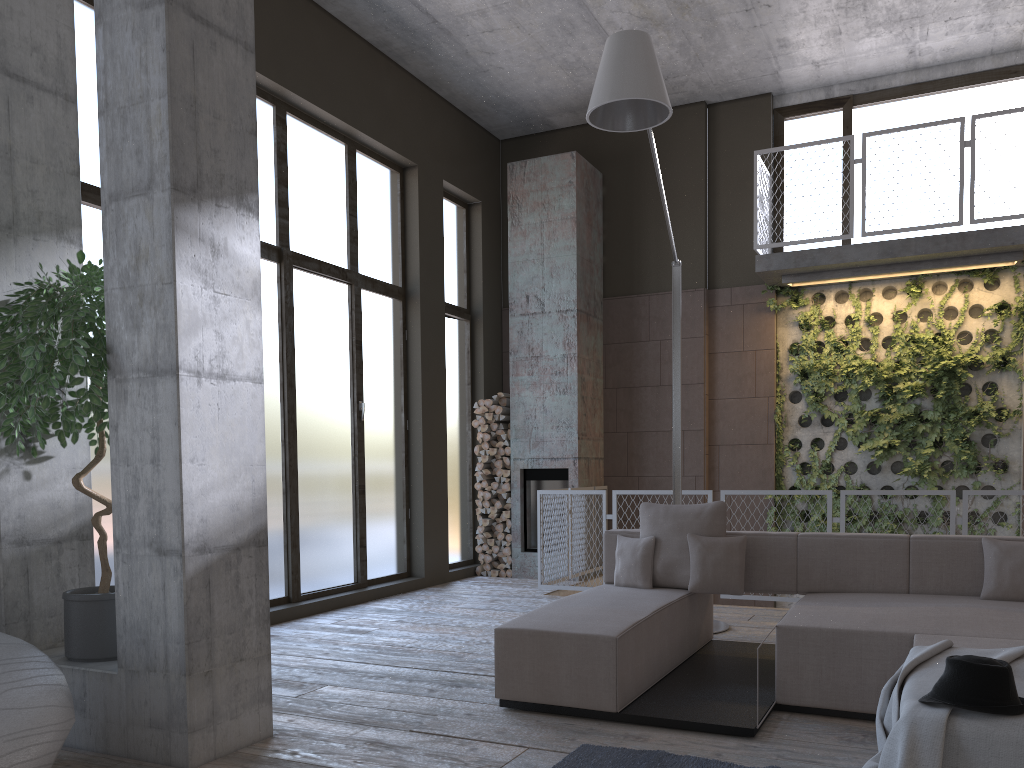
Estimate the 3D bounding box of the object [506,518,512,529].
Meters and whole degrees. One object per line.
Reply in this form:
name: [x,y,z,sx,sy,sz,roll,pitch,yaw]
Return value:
object: [0.049,1.576,9.930,0.064,0.125,0.364,0,-4,27]

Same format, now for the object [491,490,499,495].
object: [-0.131,1.229,10.023,0.064,0.074,0.360,-1,-5,24]

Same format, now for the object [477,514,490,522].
object: [-0.290,1.561,10.167,0.070,0.118,0.365,0,-4,26]

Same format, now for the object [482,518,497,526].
object: [-0.194,1.574,10.038,0.093,0.083,0.480,-1,-5,25]

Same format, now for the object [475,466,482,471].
object: [-0.294,0.966,10.111,0.067,0.071,0.423,-1,-5,27]

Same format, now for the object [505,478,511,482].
object: [-0.001,1.076,9.846,0.063,0.048,0.251,-2,-5,25]

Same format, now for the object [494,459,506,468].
object: [-0.091,0.903,9.923,0.098,0.107,0.294,-1,-4,25]

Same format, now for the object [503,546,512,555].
object: [0.001,1.870,9.892,0.101,0.103,0.293,-1,-4,25]

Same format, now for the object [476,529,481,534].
object: [-0.286,1.685,10.150,0.067,0.071,0.423,-1,-5,27]

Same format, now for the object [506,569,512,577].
object: [0.065,2.137,10.009,0.091,0.092,0.438,-1,-5,25]

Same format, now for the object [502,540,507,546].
object: [0.009,1.801,10.003,0.067,0.067,0.423,-1,-5,27]

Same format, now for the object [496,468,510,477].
object: [-0.037,1.007,9.985,0.092,0.093,0.438,-1,-5,27]

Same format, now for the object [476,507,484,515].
object: [-0.284,1.458,10.147,0.080,0.107,0.437,-1,-5,26]

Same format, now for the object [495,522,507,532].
object: [-0.083,1.621,9.961,0.098,0.107,0.294,-1,-4,25]

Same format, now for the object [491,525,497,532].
object: [-0.126,1.664,10.132,0.104,0.102,0.292,-1,-4,27]

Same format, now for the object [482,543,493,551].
object: [-0.200,1.860,10.125,0.091,0.089,0.456,-1,-5,27]

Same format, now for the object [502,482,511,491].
object: [-0.007,1.152,9.854,0.101,0.103,0.293,-1,-4,25]

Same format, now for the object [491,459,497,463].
object: [-0.127,0.874,10.000,0.064,0.074,0.360,-1,-5,27]

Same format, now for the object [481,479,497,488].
object: [-0.208,1.142,10.087,0.091,0.089,0.456,-1,-5,27]

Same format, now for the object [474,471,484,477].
object: [-0.296,1.032,10.086,0.122,0.068,0.364,-2,-5,25]

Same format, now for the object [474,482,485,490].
object: [-0.288,1.176,10.122,0.092,0.092,0.438,-1,-5,27]

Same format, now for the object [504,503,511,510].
object: [0.047,1.390,9.984,0.115,0.079,0.436,-2,-5,25]

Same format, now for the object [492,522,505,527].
object: [-0.118,1.593,10.038,0.064,0.074,0.360,-1,-5,27]

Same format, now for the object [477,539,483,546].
object: [-0.269,1.824,10.133,0.067,0.085,0.425,-1,-5,28]

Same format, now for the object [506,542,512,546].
object: [0.007,1.795,9.884,0.063,0.048,0.251,-2,-5,25]

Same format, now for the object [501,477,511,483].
object: [0.000,1.082,9.965,0.067,0.067,0.423,-1,-5,27]

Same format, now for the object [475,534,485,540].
object: [-0.288,1.750,10.124,0.122,0.068,0.364,-2,-5,25]

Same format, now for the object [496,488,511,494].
object: [-0.042,1.210,9.975,0.122,0.068,0.364,-2,-5,27]

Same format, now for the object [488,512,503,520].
object: [-0.125,1.499,10.026,0.115,0.079,0.436,-2,-5,25]

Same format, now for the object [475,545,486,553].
object: [-0.280,1.894,10.160,0.092,0.092,0.438,-1,-5,27]

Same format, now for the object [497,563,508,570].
object: [-0.025,2.079,10.059,0.115,0.079,0.436,-2,-5,25]

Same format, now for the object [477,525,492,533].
object: [-0.245,1.660,10.096,0.091,0.089,0.456,-1,-5,28]

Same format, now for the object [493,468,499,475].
object: [-0.096,0.998,10.042,0.101,0.086,0.363,-2,-5,26]

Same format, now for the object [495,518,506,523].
object: [-0.075,1.548,9.987,0.089,0.057,0.333,-2,-5,26]

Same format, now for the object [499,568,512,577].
object: [-0.011,2.150,10.051,0.091,0.089,0.456,-1,-5,25]

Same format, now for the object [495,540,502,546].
object: [-0.064,1.807,10.038,0.067,0.067,0.423,-1,-5,27]

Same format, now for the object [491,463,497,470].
object: [-0.134,0.945,10.094,0.104,0.102,0.292,-1,-4,27]

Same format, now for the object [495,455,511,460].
object: [-0.084,0.829,9.949,0.089,0.057,0.333,-2,-5,26]

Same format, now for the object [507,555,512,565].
object: [0.053,1.980,9.952,0.064,0.125,0.364,0,-4,27]

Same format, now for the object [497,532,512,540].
object: [-0.029,1.725,10.023,0.092,0.093,0.438,-1,-5,27]

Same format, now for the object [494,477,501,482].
object: [-0.072,1.089,10.000,0.067,0.067,0.423,-1,-5,27]

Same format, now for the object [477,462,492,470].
object: [-0.253,0.941,10.058,0.091,0.089,0.456,-1,-5,28]

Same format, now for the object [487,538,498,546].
object: [-0.133,1.801,10.068,0.093,0.083,0.480,-2,-5,26]

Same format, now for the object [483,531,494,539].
object: [-0.184,1.733,10.115,0.115,0.079,0.435,-2,-5,26]

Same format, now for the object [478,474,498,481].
object: [-0.260,1.063,9.991,0.071,0.072,0.423,-1,-5,27]

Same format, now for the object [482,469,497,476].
object: [-0.192,1.015,10.077,0.115,0.079,0.435,-2,-5,26]

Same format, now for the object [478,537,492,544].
object: [-0.251,1.781,10.029,0.071,0.072,0.423,-1,-5,27]

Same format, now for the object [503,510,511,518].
object: [0.044,1.468,9.964,0.093,0.083,0.480,-2,-5,26]

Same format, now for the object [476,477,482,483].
object: [-0.277,1.106,10.095,0.067,0.085,0.425,-1,-5,28]

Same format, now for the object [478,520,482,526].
object: [-0.261,1.588,10.073,0.067,0.067,0.423,-1,-5,25]

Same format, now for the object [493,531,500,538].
object: [-0.088,1.716,10.080,0.101,0.086,0.363,-2,-5,26]
